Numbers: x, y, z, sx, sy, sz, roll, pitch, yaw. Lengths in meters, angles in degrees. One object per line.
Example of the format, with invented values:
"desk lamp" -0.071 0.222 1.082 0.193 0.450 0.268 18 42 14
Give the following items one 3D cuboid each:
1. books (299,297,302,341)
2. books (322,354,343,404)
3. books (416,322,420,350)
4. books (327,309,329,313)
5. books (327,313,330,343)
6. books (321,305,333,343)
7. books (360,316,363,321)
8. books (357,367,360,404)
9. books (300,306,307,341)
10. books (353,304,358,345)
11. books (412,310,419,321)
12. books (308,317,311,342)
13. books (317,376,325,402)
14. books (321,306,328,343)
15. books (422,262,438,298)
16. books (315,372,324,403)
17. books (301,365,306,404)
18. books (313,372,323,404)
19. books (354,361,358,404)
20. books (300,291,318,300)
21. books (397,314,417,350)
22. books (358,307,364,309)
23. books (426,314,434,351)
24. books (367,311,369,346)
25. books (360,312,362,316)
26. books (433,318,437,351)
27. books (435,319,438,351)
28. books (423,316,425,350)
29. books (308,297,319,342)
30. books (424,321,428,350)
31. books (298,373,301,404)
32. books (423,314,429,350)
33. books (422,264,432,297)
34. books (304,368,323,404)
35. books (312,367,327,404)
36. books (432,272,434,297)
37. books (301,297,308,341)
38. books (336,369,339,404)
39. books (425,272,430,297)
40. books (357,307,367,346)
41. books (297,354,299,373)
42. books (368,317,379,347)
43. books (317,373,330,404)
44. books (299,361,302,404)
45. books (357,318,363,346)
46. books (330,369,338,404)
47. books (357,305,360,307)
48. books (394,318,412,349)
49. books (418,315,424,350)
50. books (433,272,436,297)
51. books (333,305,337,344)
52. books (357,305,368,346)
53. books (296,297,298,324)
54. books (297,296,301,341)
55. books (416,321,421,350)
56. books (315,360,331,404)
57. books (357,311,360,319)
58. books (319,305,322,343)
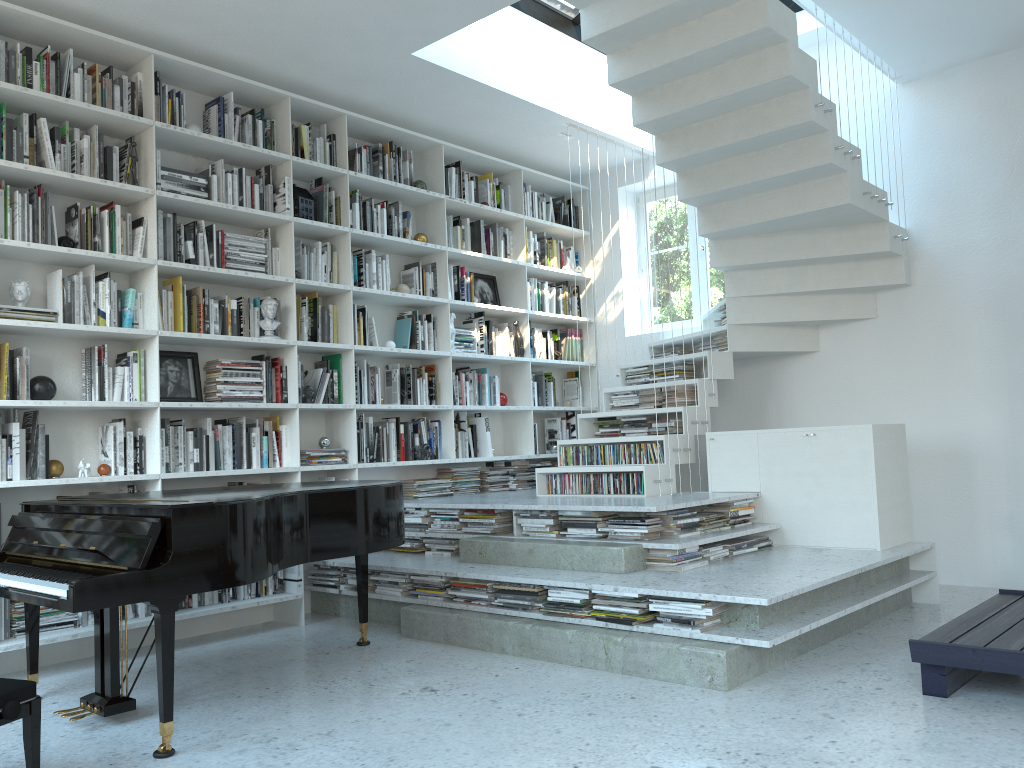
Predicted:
"books" -1.339 -0.378 5.424 0.145 0.293 0.035 -6 -5 42
"books" -1.135 -0.021 5.596 0.183 0.324 0.014 -6 -5 42
"books" -0.702 -0.312 6.111 0.188 0.209 0.006 -6 -5 42
"books" -1.200 -0.346 5.575 0.145 0.239 0.028 -6 -5 42
"books" -1.202 -0.330 5.542 0.181 0.204 0.034 -6 -5 42
"books" -1.181 -0.359 5.590 0.143 0.266 0.032 -6 -5 42
"books" -1.019 -0.326 5.758 0.158 0.211 0.007 -6 -5 42
"books" -1.036 0.021 5.702 0.165 0.248 0.013 -6 -5 42
"books" -1.318 -0.348 5.431 0.180 0.231 0.015 -6 -5 42
"books" -1.059 -0.363 5.692 0.192 0.279 0.013 -6 -5 42
"books" -0.701 -0.353 6.141 0.154 0.295 0.013 -6 -5 42
"books" -1.293 -0.318 5.490 0.131 0.181 0.030 -6 -5 42
"books" -1.232 0.034 5.510 0.139 0.215 0.090 -6 -5 42
"books" -1.213 -0.350 5.519 0.188 0.242 0.027 -6 -5 42
"books" -0.593 -0.709 6.266 0.182 0.277 0.005 -6 -5 42
"books" -1.239 0.035 5.490 0.143 0.212 0.090 -6 -5 42
"books" -1.318 0.011 5.413 0.141 0.248 0.035 -6 -5 42
"books" -1.245 0.033 5.460 0.176 0.210 0.089 -6 -5 42
"books" -1.041 0.003 5.695 0.159 0.283 0.005 -6 -5 42
"books" -1.259 -0.397 5.505 0.169 0.337 0.021 -6 -5 42
"books" -0.722 -0.340 6.101 0.174 0.264 0.021 -6 -5 42
"books" -1.007 -0.355 5.787 0.167 0.273 0.006 -6 -5 42
"books" -0.618 -0.342 6.192 0.184 0.273 0.012 -6 -5 42
"books" -0.991 -0.344 5.816 0.161 0.254 0.007 -6 -5 42
"books" -1.020 -0.340 5.776 0.132 0.242 0.017 -6 -5 42
"books" -0.595 -0.330 6.222 0.169 0.252 0.011 -6 -5 42
"books" -0.577 -0.325 6.251 0.158 0.245 0.010 -6 -5 42
"books" -0.664 -0.335 6.160 0.152 0.259 0.015 -6 -5 42
"books" -1.252 -0.377 5.482 0.182 0.293 0.019 -6 -5 42
"books" -0.649 -0.318 6.164 0.178 0.224 0.012 -6 -5 42
"books" -1.336 0.036 5.353 0.182 0.192 0.027 -6 -5 42
"books" -0.649 -0.341 6.190 0.154 0.274 0.032 -6 -5 42
"books" -0.627 -0.700 6.233 0.176 0.256 0.016 -6 -5 42
"books" -1.254 0.024 5.444 0.190 0.228 0.095 -6 -5 42
"books" -1.228 0.020 5.501 0.149 0.238 0.094 -6 -5 42
"books" -0.616 -0.673 6.241 0.174 0.204 0.013 -6 -5 42
"books" -1.306 -0.378 5.443 0.164 0.294 0.019 -6 -5 42
"books" -1.147 0.028 5.582 0.148 0.226 0.021 -6 -5 42
"books" -0.643 -0.672 6.227 0.173 0.202 0.013 -6 -5 42
"books" -1.007 -0.354 5.779 0.178 0.270 0.006 -6 -5 42
"books" -1.337 -0.020 5.382 0.141 0.306 0.013 -6 -5 42
"books" -0.950 -0.322 5.818 0.176 0.210 0.051 -6 -5 42
"books" -1.215 0.039 5.512 0.169 0.205 0.091 -6 -5 42
"books" -1.334 0.002 5.396 0.157 0.265 0.012 -6 -5 42
"books" -1.027 -0.318 5.720 0.191 0.192 0.017 -6 -5 42
"books" -1.155 0.028 5.556 0.171 0.223 0.029 -6 -5 42
"books" -1.024 -0.365 5.832 0.088 0.300 0.011 -6 -5 42
"books" -0.751 -0.327 6.077 0.153 0.241 0.056 -6 -5 42
"books" -0.675 -0.338 6.147 0.165 0.263 0.018 -6 -5 42
"books" -0.602 -0.673 6.262 0.169 0.206 0.012 -6 -5 42
"books" -1.165 -0.358 5.626 0.142 0.268 0.033 -6 -5 42
"books" -1.001 -0.362 5.795 0.159 0.287 0.013 -6 -5 42
"books" -1.356 -0.378 5.405 0.145 0.293 0.035 -6 -5 42
"books" -1.337 -0.379 5.405 0.145 0.293 0.035 -6 -5 42
"books" -0.696 -0.317 6.119 0.187 0.219 0.013 -6 -5 42
"books" -1.186 -0.003 5.556 0.139 0.285 0.013 -6 -5 42
"books" -1.039 -0.341 5.749 0.169 0.242 0.008 -6 -5 42
"books" -1.247 -0.354 5.519 0.174 0.253 0.033 -6 -5 42
